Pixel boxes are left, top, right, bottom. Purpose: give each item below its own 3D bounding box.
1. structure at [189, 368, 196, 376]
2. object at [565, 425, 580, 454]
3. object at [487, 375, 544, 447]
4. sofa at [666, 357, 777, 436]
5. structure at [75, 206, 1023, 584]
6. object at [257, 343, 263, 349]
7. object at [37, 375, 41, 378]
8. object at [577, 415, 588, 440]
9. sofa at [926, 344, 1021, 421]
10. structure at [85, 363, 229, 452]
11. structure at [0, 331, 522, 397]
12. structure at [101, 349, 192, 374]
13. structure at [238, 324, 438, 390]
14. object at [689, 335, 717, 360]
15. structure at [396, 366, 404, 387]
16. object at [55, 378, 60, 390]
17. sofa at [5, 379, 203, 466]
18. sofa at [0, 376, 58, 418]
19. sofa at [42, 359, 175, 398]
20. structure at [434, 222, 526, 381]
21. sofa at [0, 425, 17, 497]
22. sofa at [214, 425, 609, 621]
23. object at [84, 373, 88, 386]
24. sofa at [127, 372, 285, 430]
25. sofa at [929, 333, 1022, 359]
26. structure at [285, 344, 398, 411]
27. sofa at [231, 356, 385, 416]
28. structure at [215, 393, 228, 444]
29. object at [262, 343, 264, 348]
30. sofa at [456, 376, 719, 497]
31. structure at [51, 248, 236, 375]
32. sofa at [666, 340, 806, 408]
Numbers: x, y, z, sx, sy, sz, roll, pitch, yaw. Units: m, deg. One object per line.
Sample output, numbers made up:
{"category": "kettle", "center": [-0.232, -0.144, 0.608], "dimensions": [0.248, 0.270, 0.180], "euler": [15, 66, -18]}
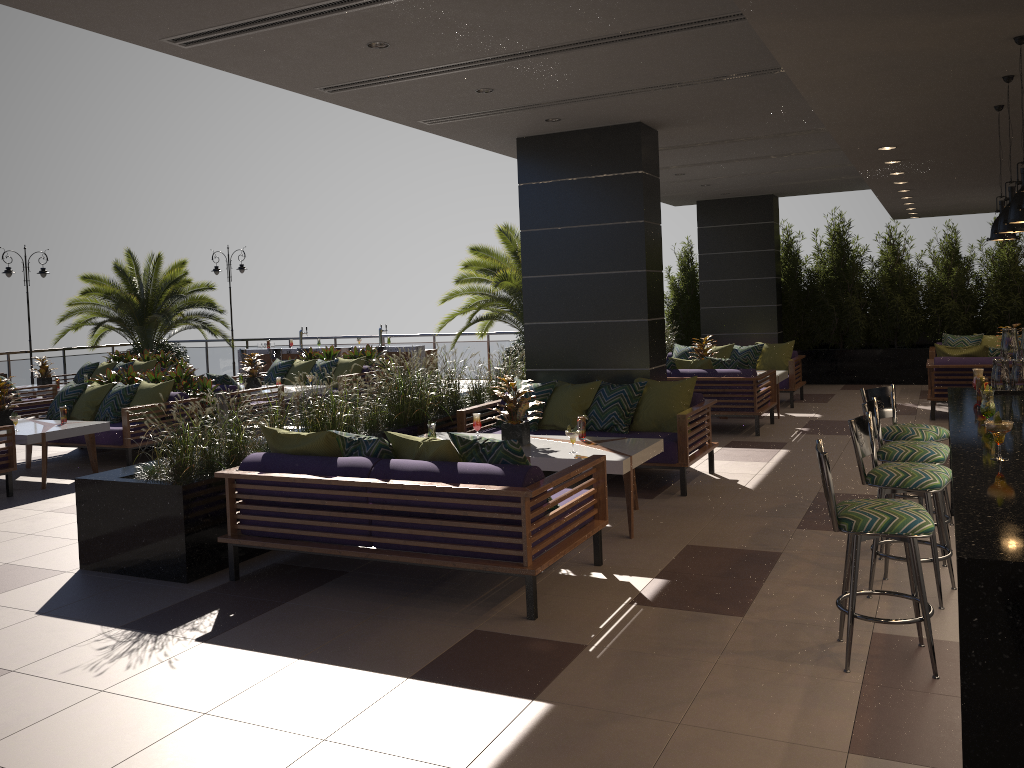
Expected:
{"category": "structure", "center": [-5.805, 0.062, 16.079], "dimensions": [0.100, 0.699, 0.180], "euler": [-2, 2, 26]}
{"category": "object", "center": [0.430, 0.387, 6.245], "dimensions": [0.106, 0.197, 0.106], "euler": [-4, 3, -36]}
{"category": "object", "center": [0.010, 0.199, 6.706], "dimensions": [0.430, 0.525, 0.426], "euler": [0, 4, 38]}
{"category": "sofa", "center": [2.098, 0.086, 10.973], "dimensions": [2.125, 0.918, 1.123], "euler": [0, 4, 26]}
{"category": "structure", "center": [0.979, -0.419, 4.808], "dimensions": [7.813, 3.115, 24.809], "euler": [0, 6, 26]}
{"category": "object", "center": [-5.411, -0.771, 19.012], "dimensions": [0.105, 0.208, 0.105], "euler": [-2, 2, 1]}
{"category": "object", "center": [-8.153, -0.072, 15.304], "dimensions": [0.106, 0.197, 0.106], "euler": [-4, 3, -31]}
{"category": "object", "center": [0.544, 0.335, 6.818], "dimensions": [0.067, 0.189, 0.084], "euler": [-4, 3, -39]}
{"category": "sofa", "center": [6.211, -0.063, 10.734], "dimensions": [2.125, 0.918, 1.123], "euler": [0, 4, 26]}
{"category": "structure", "center": [-4.533, 0.320, 11.115], "dimensions": [2.418, 1.171, 0.703], "euler": [0, 3, 28]}
{"category": "structure", "center": [-6.787, 0.299, 11.892], "dimensions": [12.911, 1.056, 17.560], "euler": [0, 6, 26]}
{"category": "structure", "center": [-6.917, -0.070, 16.549], "dimensions": [2.250, 1.170, 0.739], "euler": [0, 3, 27]}
{"category": "structure", "center": [-3.623, -0.521, 18.061], "dimensions": [4.399, 1.326, 0.807], "euler": [0, 3, 26]}
{"category": "object", "center": [2.648, -0.400, 12.144], "dimensions": [0.430, 0.525, 0.426], "euler": [0, 4, 43]}
{"category": "structure", "center": [-1.769, 0.072, 14.113], "dimensions": [0.100, 0.699, 0.180], "euler": [-2, 2, 26]}
{"category": "object", "center": [-7.307, -0.007, 14.233], "dimensions": [0.067, 0.189, 0.084], "euler": [-4, 3, -34]}
{"category": "sofa", "center": [-4.845, 0.423, 10.421], "dimensions": [2.125, 0.918, 1.123], "euler": [0, 4, 26]}
{"category": "sofa", "center": [-8.239, 0.265, 13.749], "dimensions": [2.125, 0.918, 1.123], "euler": [0, 4, 26]}
{"category": "sofa", "center": [-7.218, 0.036, 15.821], "dimensions": [2.125, 0.918, 1.123], "euler": [0, 4, 26]}
{"category": "structure", "center": [0.488, -1.485, 15.951], "dimensions": [3.805, 3.296, 3.758], "euler": [-4, 4, -21]}
{"category": "sofa", "center": [-5.865, 0.652, 8.348], "dimensions": [2.125, 0.918, 1.123], "euler": [0, 4, 26]}
{"category": "sofa", "center": [-0.600, 0.698, 5.417], "dimensions": [2.125, 0.918, 1.123], "euler": [0, 4, 26]}
{"category": "object", "center": [-7.139, -0.079, 14.837], "dimensions": [0.069, 0.211, 0.069], "euler": [-2, 2, 14]}
{"category": "sofa", "center": [-4.213, 0.274, 11.788], "dimensions": [2.125, 0.918, 1.123], "euler": [0, 4, 26]}
{"category": "sofa", "center": [7.332, -0.317, 13.042], "dimensions": [2.125, 0.918, 1.123], "euler": [0, 4, 26]}
{"category": "structure", "center": [-2.843, -0.064, 14.603], "dimensions": [2.250, 1.170, 0.739], "euler": [0, 3, 27]}
{"category": "sofa", "center": [-3.199, 0.045, 13.864], "dimensions": [2.125, 0.918, 1.123], "euler": [0, 4, 26]}
{"category": "structure", "center": [-3.469, 0.457, 10.615], "dimensions": [0.100, 0.699, 0.180], "euler": [-2, 2, 26]}
{"category": "object", "center": [-5.367, -0.783, 19.119], "dimensions": [0.105, 0.208, 0.105], "euler": [-2, 2, 1]}
{"category": "sofa", "center": [0.687, 0.406, 8.066], "dimensions": [2.125, 0.918, 1.123], "euler": [0, 4, 26]}
{"category": "structure", "center": [-8.333, -1.500, 20.182], "dimensions": [3.801, 3.296, 3.762], "euler": [-3, 4, -6]}
{"category": "sofa", "center": [3.219, -0.168, 13.281], "dimensions": [2.125, 0.918, 1.123], "euler": [0, 4, 26]}
